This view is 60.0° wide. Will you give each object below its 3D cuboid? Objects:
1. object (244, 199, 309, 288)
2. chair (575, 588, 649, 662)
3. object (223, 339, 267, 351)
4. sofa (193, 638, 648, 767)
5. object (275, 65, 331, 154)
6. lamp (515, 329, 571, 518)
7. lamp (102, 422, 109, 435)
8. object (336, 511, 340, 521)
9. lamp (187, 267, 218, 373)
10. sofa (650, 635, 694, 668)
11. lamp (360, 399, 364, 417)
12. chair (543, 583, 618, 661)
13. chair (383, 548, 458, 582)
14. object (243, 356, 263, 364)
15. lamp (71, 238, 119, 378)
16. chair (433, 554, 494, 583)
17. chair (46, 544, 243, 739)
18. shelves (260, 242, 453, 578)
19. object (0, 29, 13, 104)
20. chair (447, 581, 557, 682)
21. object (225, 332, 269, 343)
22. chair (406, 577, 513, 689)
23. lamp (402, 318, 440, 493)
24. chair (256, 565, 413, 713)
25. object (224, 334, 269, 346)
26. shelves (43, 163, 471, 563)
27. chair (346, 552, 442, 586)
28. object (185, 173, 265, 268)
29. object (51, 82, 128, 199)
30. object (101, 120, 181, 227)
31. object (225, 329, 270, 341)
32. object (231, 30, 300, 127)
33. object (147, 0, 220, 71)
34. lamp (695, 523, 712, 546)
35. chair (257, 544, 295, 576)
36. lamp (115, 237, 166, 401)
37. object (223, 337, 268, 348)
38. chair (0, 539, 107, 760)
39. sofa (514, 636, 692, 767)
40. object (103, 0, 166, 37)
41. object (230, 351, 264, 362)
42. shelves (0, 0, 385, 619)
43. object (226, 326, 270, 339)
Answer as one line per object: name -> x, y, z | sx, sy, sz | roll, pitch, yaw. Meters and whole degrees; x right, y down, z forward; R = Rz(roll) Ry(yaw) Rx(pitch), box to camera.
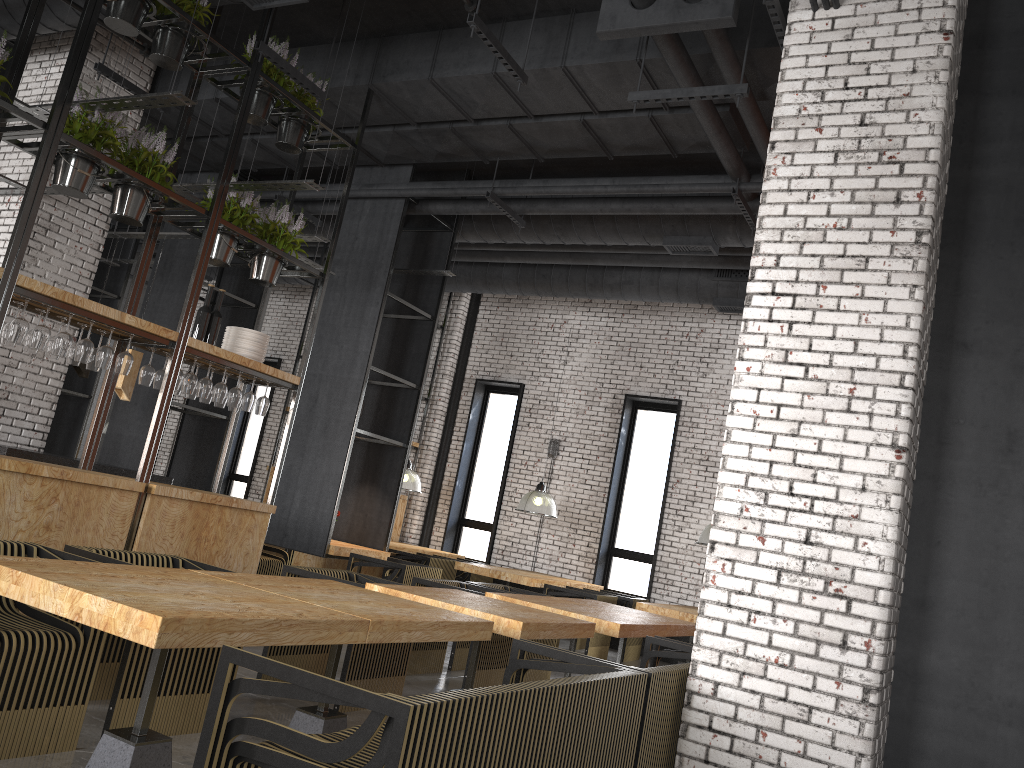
object -> -1.875, -1.049, 6.914 | 0.417, 0.561, 0.465 | 7, -11, 23
chair -> 1.204, 2.911, 10.739 | 0.639, 0.733, 0.654 | 6, -11, 26
object -> -2.044, -0.286, 6.780 | 0.335, 0.039, 0.333 | 4, -12, 37
sofa -> -0.189, 1.318, 3.014 | 0.641, 0.733, 1.798 | 6, -11, 29
object -> -1.733, -2.149, 7.111 | 0.415, 0.561, 0.467 | 19, -12, -35
lamp -> 0.527, 0.432, 11.098 | 0.535, 2.414, 0.536 | 16, -12, -24
lamp -> -6.248, -0.300, 14.741 | 0.536, 2.414, 0.535 | 15, -11, -18
object -> -1.834, 1.396, 8.927 | 0.156, 0.356, 0.170 | 14, -11, -12
lamp -> -3.678, -0.685, 10.505 | 0.108, 1.605, 0.108 | 14, -11, -14
sofa -> 1.536, 2.219, 6.280 | 0.641, 0.733, 1.798 | 6, -11, 29
lamp -> -1.442, -0.450, 9.262 | 0.108, 1.605, 0.108 | 11, -11, 1
chair -> 0.707, 2.663, 9.863 | 0.639, 0.733, 0.654 | 6, -11, 28
chair -> -1.166, 2.468, 10.915 | 0.639, 0.733, 0.654 | 6, -12, 29
object -> -2.066, -0.176, 6.760 | 0.335, 0.033, 0.333 | 4, -12, 37
lamp -> -3.874, -0.747, 8.311 | 0.127, 1.400, 0.127 | 5, -12, 29
chair -> -0.713, 2.712, 11.815 | 0.639, 0.733, 0.654 | 6, -11, 27
chair -> -1.747, 1.213, 4.219 | 0.639, 0.733, 0.654 | 5, -12, 31
shelves -> -2.118, 0.297, 12.352 | 0.690, 5.037, 2.322 | 5, -12, 29
object -> -3.046, -1.635, 4.839 | 0.416, 0.561, 0.465 | 10, -10, 6
chair -> -0.039, 2.107, 7.474 | 0.639, 0.733, 0.654 | 6, -11, 28
object -> -2.034, -0.343, 6.791 | 0.334, 0.044, 0.333 | 11, -9, 0
chair -> -0.395, 1.916, 6.770 | 0.639, 0.733, 0.654 | 6, -12, 29
lamp -> -1.239, 0.247, 12.079 | 0.535, 2.414, 0.536 | 16, -12, -24
chair -> -1.060, 1.575, 5.541 | 0.639, 0.733, 0.654 | 6, -11, 28
object -> -2.037, -0.324, 6.788 | 0.334, 0.041, 0.333 | 11, -9, -1
shelves -> -3.718, -0.660, 10.494 | 6.152, 4.382, 0.998 | 6, -12, 29
chair -> -1.164, 2.034, 8.363 | 0.639, 0.733, 0.654 | 6, -11, 27
object -> -2.126, -1.161, 6.550 | 0.416, 0.561, 0.465 | 4, -13, 37
object -> -2.664, -1.447, 5.495 | 0.466, 0.561, 0.415 | 15, -11, -21
object -> -2.492, -1.347, 5.882 | 0.416, 0.561, 0.466 | 12, -10, -3
object -> -2.029, -0.361, 6.794 | 0.335, 0.039, 0.333 | 11, -10, 4
object -> -1.877, -2.249, 6.698 | 0.416, 0.561, 0.465 | 11, -10, 2
object -> -2.286, -2.442, 6.039 | 0.468, 0.561, 0.414 | 7, -11, 23
lamp -> 2.523, 0.642, 9.989 | 0.535, 2.414, 0.536 | 16, -12, -24
chair -> -2.753, 1.862, 9.212 | 0.639, 0.733, 0.654 | 5, -12, 31
lamp -> -3.322, -0.614, 7.982 | 0.127, 1.552, 0.127 | 5, -12, 29
object -> -2.040, -0.305, 6.783 | 0.335, 0.043, 0.333 | 9, -10, 13
chair -> -2.107, 1.020, 3.507 | 0.639, 0.733, 0.654 | 5, -12, 30
sofa -> 0.650, 1.756, 4.602 | 0.641, 0.733, 1.798 | 6, -11, 29
object -> -2.420, -2.531, 5.677 | 0.415, 0.561, 0.467 | 20, -13, -41
object -> -2.063, -0.196, 6.764 | 0.334, 0.046, 0.333 | 10, -10, 10
shelves -> -2.596, -0.952, 5.571 | 0.690, 5.037, 3.643 | 5, -12, 29
object -> -2.026, -0.380, 6.798 | 0.335, 0.039, 0.333 | 11, -10, 3
